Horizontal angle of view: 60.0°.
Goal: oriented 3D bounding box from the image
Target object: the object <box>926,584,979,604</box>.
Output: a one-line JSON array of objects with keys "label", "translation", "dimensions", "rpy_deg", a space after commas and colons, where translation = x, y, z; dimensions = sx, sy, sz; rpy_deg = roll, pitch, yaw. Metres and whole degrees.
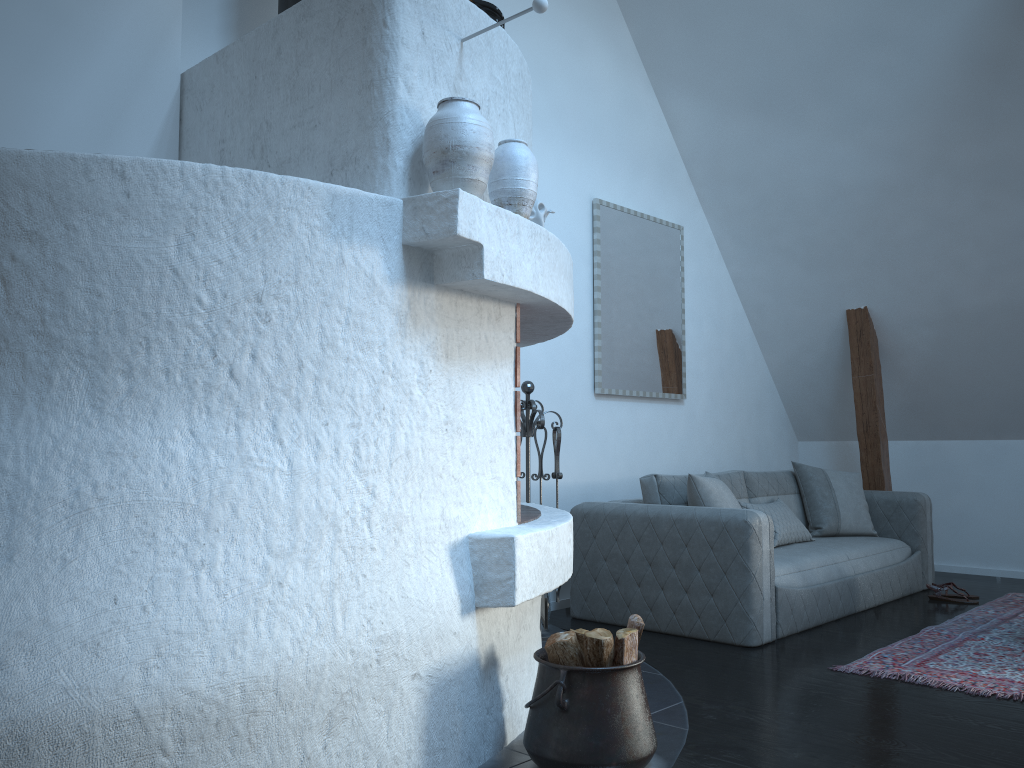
[{"label": "object", "translation": [2.580, 1.229, 5.202], "dimensions": [0.277, 0.090, 0.101], "rpy_deg": [-3, -5, 32]}]

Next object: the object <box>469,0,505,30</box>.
[{"label": "object", "translation": [-0.170, -1.235, 3.055], "dimensions": [0.311, 0.094, 0.783], "rpy_deg": [-2, -5, 29]}]

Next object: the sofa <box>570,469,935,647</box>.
[{"label": "sofa", "translation": [1.517, 0.898, 5.251], "dimensions": [1.107, 0.770, 2.458], "rpy_deg": [-4, -6, 43]}]

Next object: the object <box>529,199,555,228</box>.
[{"label": "object", "translation": [0.075, -0.547, 2.891], "dimensions": [0.161, 0.114, 0.064], "rpy_deg": [4, -6, -44]}]

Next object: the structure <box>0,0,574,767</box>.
[{"label": "structure", "translation": [-1.228, -1.187, 3.430], "dimensions": [3.058, 4.752, 3.049], "rpy_deg": [3, -5, -38]}]

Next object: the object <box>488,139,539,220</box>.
[{"label": "object", "translation": [0.003, -0.605, 2.724], "dimensions": [0.158, 0.274, 0.158], "rpy_deg": [0, -4, -8]}]

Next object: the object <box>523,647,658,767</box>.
[{"label": "object", "translation": [0.224, 0.940, 2.563], "dimensions": [0.384, 0.313, 0.384], "rpy_deg": [1, -4, -20]}]

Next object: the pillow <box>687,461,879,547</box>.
[{"label": "pillow", "translation": [1.600, 0.718, 5.212], "dimensions": [0.444, 0.515, 2.075], "rpy_deg": [-4, -6, 43]}]

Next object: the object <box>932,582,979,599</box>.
[{"label": "object", "translation": [2.664, 1.238, 5.339], "dimensions": [0.277, 0.090, 0.101], "rpy_deg": [0, -4, 0]}]

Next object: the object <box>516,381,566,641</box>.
[{"label": "object", "translation": [0.080, 0.604, 4.372], "dimensions": [0.376, 1.245, 0.376], "rpy_deg": [-2, -4, 23]}]

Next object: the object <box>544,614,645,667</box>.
[{"label": "object", "translation": [0.228, 0.856, 2.547], "dimensions": [0.270, 0.370, 0.240], "rpy_deg": [-4, -6, 43]}]

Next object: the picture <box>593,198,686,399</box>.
[{"label": "picture", "translation": [0.834, -0.511, 5.682], "dimensions": [0.025, 1.185, 0.965], "rpy_deg": [-4, -6, 43]}]

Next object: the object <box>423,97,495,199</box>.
[{"label": "object", "translation": [-0.151, -0.639, 2.514], "dimensions": [0.203, 0.314, 0.203], "rpy_deg": [-2, -5, 27]}]

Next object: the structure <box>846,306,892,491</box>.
[{"label": "structure", "translation": [7.158, 0.084, 2.302], "dimensions": [12.350, 1.963, 1.023], "rpy_deg": [-4, -6, 43]}]

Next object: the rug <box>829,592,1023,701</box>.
[{"label": "rug", "translation": [2.731, 1.184, 4.044], "dimensions": [1.512, 0.029, 2.647], "rpy_deg": [-4, -6, 43]}]
